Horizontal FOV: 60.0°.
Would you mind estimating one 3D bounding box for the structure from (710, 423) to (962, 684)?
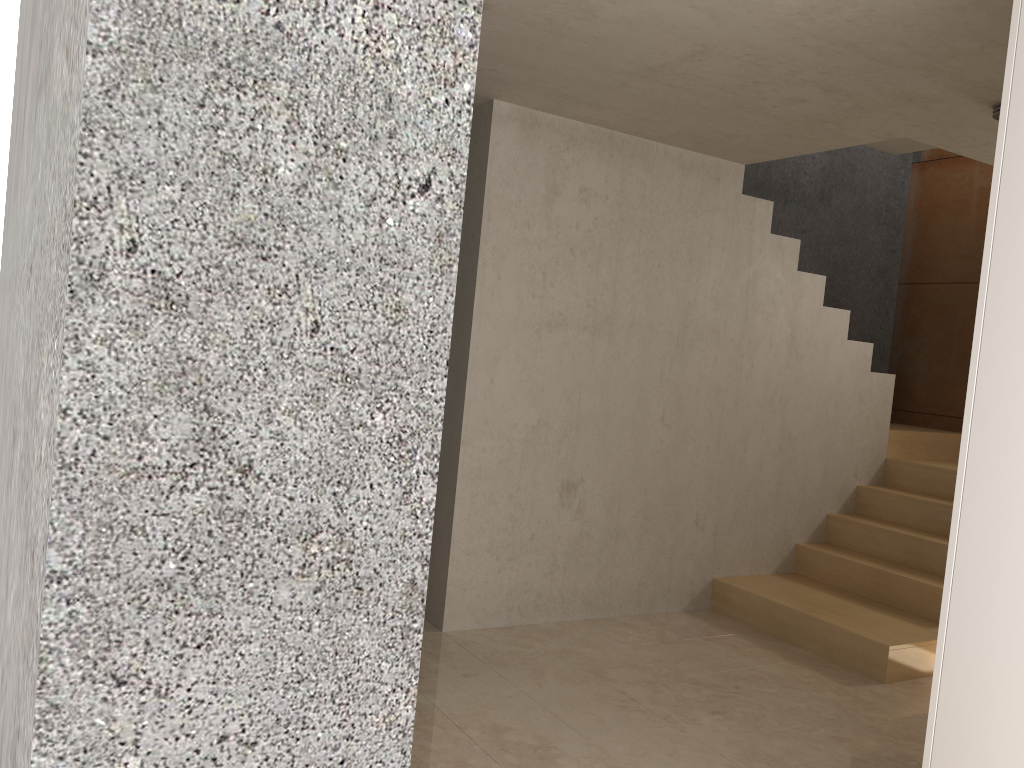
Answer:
[{"bbox_3d":[2.298,0.852,5.495,2.400,1.110,1.950,4,3,-31],"label":"structure"}]

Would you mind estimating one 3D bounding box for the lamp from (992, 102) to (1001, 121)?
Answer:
[{"bbox_3d":[1.975,-1.067,3.461,0.173,0.044,0.173,6,2,4],"label":"lamp"}]
